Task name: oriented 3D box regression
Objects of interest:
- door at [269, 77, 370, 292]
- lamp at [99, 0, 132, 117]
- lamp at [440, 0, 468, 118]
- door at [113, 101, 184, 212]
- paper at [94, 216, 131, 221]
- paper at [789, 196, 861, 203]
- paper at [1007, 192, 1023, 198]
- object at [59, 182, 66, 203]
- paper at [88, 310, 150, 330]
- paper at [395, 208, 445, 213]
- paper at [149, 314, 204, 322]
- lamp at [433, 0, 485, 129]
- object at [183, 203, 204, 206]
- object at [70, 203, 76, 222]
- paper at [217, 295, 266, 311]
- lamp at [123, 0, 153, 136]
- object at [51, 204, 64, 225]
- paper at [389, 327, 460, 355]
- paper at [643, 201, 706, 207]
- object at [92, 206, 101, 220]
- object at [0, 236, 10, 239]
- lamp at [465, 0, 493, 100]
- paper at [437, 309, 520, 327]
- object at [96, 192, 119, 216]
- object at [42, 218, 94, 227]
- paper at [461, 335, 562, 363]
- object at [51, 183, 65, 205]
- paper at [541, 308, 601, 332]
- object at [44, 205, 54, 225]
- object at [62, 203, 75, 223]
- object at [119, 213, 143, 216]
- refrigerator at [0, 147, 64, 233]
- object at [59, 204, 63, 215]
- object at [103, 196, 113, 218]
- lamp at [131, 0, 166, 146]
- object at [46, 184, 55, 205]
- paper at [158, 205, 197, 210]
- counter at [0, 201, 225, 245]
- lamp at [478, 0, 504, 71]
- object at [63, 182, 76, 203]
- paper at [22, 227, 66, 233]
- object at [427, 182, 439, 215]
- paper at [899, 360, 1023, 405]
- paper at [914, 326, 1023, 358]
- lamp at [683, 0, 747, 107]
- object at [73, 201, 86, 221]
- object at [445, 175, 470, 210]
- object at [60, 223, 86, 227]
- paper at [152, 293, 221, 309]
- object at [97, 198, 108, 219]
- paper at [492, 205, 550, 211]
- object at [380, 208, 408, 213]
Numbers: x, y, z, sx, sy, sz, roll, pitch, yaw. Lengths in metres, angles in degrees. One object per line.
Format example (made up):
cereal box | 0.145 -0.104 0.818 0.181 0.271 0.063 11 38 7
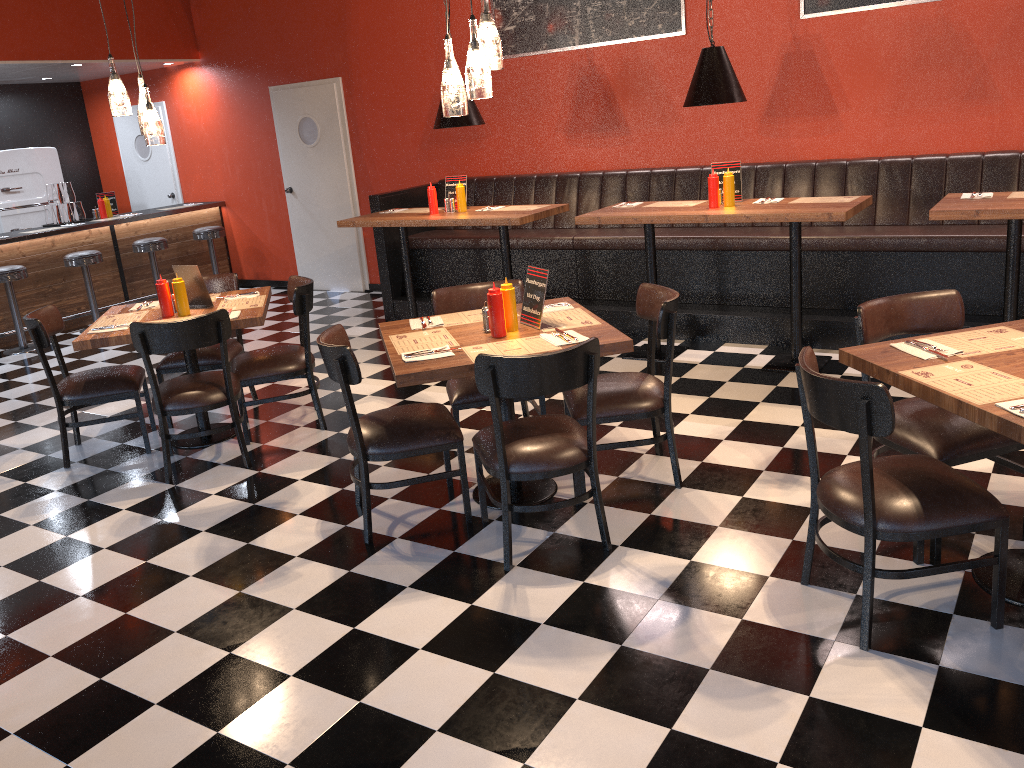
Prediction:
door | -2.044 -2.055 9.347 1.028 2.155 0.163 5 18 33
lamp | -2.229 -2.404 4.606 0.108 1.944 0.109 2 17 25
lamp | -0.324 -2.044 3.423 0.109 1.944 0.109 9 21 44
door | -4.398 -2.299 10.871 1.028 2.155 0.163 5 18 33
paper | -4.195 -1.737 9.299 0.261 0.001 0.369 6 21 33
paper | 1.912 -1.128 5.420 0.366 0.001 0.263 7 21 35
paper | 2.891 -1.023 4.775 0.366 0.001 0.263 7 21 35
object | -4.668 -1.984 9.194 0.105 0.206 0.106 -9 16 -10
paper | -2.221 -0.365 5.020 0.261 0.001 0.369 -9 17 -10
paper | -0.733 -1.391 7.097 0.366 0.001 0.263 7 21 35
paper | -1.840 -0.329 4.787 0.366 0.001 0.264 -9 18 -11
lamp | -0.480 -2.849 6.203 0.382 2.021 0.385 -9 16 -14
object | -3.661 -2.063 10.153 0.256 0.019 0.159 11 23 42
object | -4.617 -1.803 9.293 0.105 0.206 0.106 -9 16 -10
paper | -1.571 -0.467 5.147 0.261 0.001 0.369 -9 17 -10
lamp | -2.108 -2.327 4.698 0.108 1.944 0.109 0 16 20
object | -4.652 -1.728 9.062 0.105 0.206 0.106 -9 16 -10
paper | -0.390 -0.190 3.884 0.261 0.001 0.369 -9 18 -12
paper | 1.089 -1.204 5.926 0.366 0.001 0.263 7 21 35
object | -4.420 -1.822 9.423 0.047 0.134 0.094 3 18 28
object | -4.853 -1.378 8.323 0.255 0.019 0.159 6 21 33
lamp | -0.220 -2.093 3.353 0.108 1.944 0.109 -9 15 -13
paper | -0.170 -0.327 4.255 0.366 0.001 0.264 -9 18 -12
object | -4.377 -1.941 9.586 0.189 0.254 0.073 -12 16 -20
object | -4.618 -1.678 9.214 0.273 0.018 0.441 6 20 32
paper | -0.006 -0.147 3.624 0.366 0.001 0.264 -9 18 -12
object | -4.644 -1.942 9.050 0.105 0.206 0.106 -9 16 -10
paper | 0.229 -0.293 4.020 0.261 0.001 0.369 -8 17 -9
object | -4.753 -1.734 9.112 0.105 0.206 0.106 -9 16 -10
object | -4.585 -1.760 9.144 0.105 0.206 0.106 -9 16 -10
object | -4.098 -1.818 9.503 0.255 0.019 0.159 4 20 28
refrigerator | -5.622 -1.778 10.207 0.851 1.783 0.810 5 18 33
object | -4.680 -1.767 9.198 0.105 0.206 0.106 -9 16 -10
object | -4.321 -1.897 9.459 0.068 0.235 0.068 -5 15 3
lamp | -2.043 -2.244 4.608 0.108 1.944 0.109 -8 15 -9
object | -4.723 -1.948 9.096 0.105 0.206 0.106 -9 16 -10
paper | -3.763 -1.979 9.941 0.262 0.001 0.368 11 24 42
counter | -5.495 -1.057 7.607 0.676 0.049 7.111 6 20 32
lamp | -0.178 -2.241 3.439 0.108 1.944 0.110 -4 15 6
object | -4.571 -1.976 9.138 0.105 0.206 0.106 -9 16 -10
paper | -4.603 -1.512 8.704 0.261 0.001 0.369 6 21 34
object | -0.603 -1.408 6.717 0.068 0.235 0.068 -3 15 9
paper | 1.422 -0.010 2.734 0.261 0.001 0.369 -9 18 -11
paper | 1.658 -0.151 3.113 0.366 0.001 0.264 -8 17 -9
lamp | 1.143 -2.681 5.153 0.382 2.021 0.385 -9 16 -14
object | -4.513 -1.796 9.238 0.105 0.206 0.106 -9 16 -10
object | -0.436 -1.482 6.869 0.188 0.254 0.073 2 17 25
object | -4.442 -1.610 8.941 0.255 0.019 0.159 4 20 29
paper | -1.978 -0.505 5.395 0.365 0.001 0.264 -8 17 -8
object | -4.336 -1.868 9.370 0.068 0.235 0.068 -13 17 -24
paper | 0.067 -1.305 6.570 0.366 0.001 0.263 7 21 35
object | -0.974 -1.411 7.209 0.157 0.019 0.258 4 20 29
